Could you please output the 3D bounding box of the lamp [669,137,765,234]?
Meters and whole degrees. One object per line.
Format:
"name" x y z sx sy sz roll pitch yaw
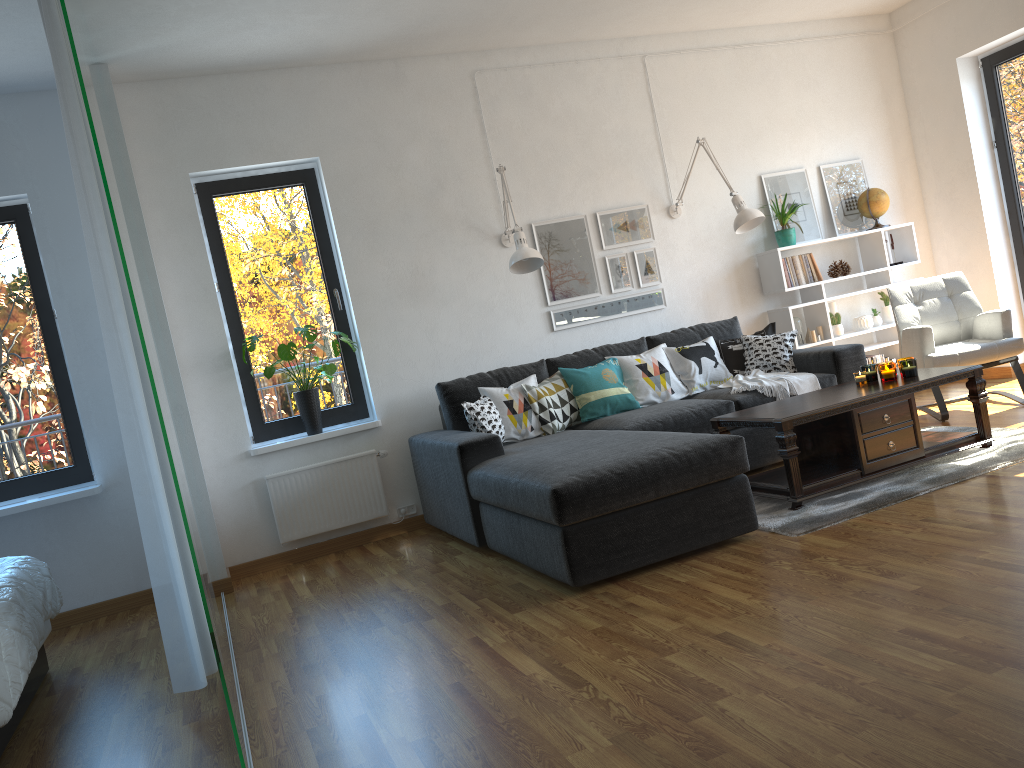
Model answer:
"lamp" 1.289 -1.260 5.688 0.200 0.670 0.698 -14 4 -29

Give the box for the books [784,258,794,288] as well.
"books" 1.858 -0.752 6.076 0.033 0.210 0.136 -13 3 -19

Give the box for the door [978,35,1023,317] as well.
"door" 3.682 -1.216 5.856 0.119 2.277 0.976 -13 4 -20

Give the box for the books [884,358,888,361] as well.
"books" 2.634 -0.099 6.326 0.014 0.180 0.148 -13 3 -20

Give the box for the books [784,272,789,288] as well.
"books" 1.816 -0.735 6.053 0.047 0.192 0.124 -13 3 -20

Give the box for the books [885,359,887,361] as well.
"books" 2.623 -0.090 6.319 0.014 0.170 0.156 -13 3 -20

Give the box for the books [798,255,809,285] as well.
"books" 1.969 -0.779 6.116 0.044 0.209 0.133 -13 3 -20

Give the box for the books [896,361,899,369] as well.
"books" 2.726 -0.096 6.339 0.016 0.133 0.133 -13 3 -20

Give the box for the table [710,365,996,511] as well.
"table" 1.636 0.236 4.270 1.178 0.409 0.570 -13 3 -20

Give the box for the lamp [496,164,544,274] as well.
"lamp" -0.026 -0.958 5.210 0.200 0.670 0.698 -13 3 -10

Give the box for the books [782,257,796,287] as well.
"books" 1.873 -0.758 6.080 0.035 0.209 0.129 -13 3 -20

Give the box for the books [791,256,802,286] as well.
"books" 1.919 -0.768 6.093 0.044 0.210 0.133 -13 3 -19

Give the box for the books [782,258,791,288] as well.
"books" 1.838 -0.749 6.067 0.043 0.205 0.129 -13 3 -20

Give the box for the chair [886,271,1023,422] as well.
"chair" 2.709 -0.253 5.450 0.545 0.833 0.684 -12 3 5

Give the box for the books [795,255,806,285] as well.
"books" 1.944 -0.773 6.108 0.048 0.209 0.135 -13 3 -19

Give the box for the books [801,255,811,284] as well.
"books" 1.990 -0.782 6.125 0.035 0.204 0.131 -13 3 -20

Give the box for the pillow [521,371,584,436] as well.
"pillow" 0.219 0.119 5.108 0.243 0.363 0.453 -10 4 37

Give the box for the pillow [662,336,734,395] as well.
"pillow" 1.159 -0.111 5.438 0.381 0.318 0.266 -13 3 -20

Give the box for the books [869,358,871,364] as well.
"books" 2.484 -0.078 6.268 0.006 0.209 0.170 -13 3 -20

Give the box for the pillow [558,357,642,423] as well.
"pillow" 0.517 0.025 5.208 0.414 0.340 0.273 -13 3 -20

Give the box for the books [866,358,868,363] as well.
"books" 2.463 -0.075 6.263 0.005 0.211 0.174 -13 3 -20

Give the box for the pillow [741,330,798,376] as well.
"pillow" 1.587 -0.172 5.427 0.358 0.313 0.169 -11 3 21

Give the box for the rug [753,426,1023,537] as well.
"rug" 1.763 0.419 4.298 1.811 0.034 1.052 -13 3 -20

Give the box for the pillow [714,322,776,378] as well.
"pillow" 1.471 -0.171 5.577 0.450 0.358 0.234 -12 3 6

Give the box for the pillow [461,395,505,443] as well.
"pillow" -0.142 0.218 4.804 0.160 0.320 0.333 -11 3 16

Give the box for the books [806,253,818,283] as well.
"books" 2.043 -0.797 6.145 0.061 0.211 0.128 -13 3 -19

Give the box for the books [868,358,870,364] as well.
"books" 2.479 -0.077 6.268 0.005 0.209 0.170 -13 3 -20

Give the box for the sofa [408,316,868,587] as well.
"sofa" 0.914 0.157 4.667 2.506 0.848 2.164 -13 3 -20

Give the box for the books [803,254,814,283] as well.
"books" 2.009 -0.789 6.133 0.044 0.208 0.133 -13 3 -19

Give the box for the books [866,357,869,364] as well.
"books" 2.471 -0.080 6.269 0.008 0.219 0.173 -13 3 -20

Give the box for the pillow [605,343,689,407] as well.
"pillow" 0.842 -0.034 5.329 0.436 0.369 0.285 -13 3 -20

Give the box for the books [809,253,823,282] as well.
"books" 2.074 -0.803 6.152 0.070 0.204 0.132 -13 3 -19

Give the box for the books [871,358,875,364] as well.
"books" 2.522 -0.083 6.253 0.006 0.204 0.124 -13 3 -20

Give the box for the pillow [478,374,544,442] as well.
"pillow" 0.023 0.148 4.961 0.359 0.344 0.173 -13 3 -20

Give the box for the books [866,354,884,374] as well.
"books" 2.556 -0.095 6.296 0.092 0.217 0.191 -13 3 -20

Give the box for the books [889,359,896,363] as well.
"books" 2.701 -0.100 6.335 0.031 0.157 0.123 -13 3 -20

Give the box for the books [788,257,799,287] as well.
"books" 1.894 -0.761 6.088 0.044 0.209 0.136 -13 3 -19

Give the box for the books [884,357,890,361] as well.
"books" 2.662 -0.103 6.325 0.012 0.180 0.102 -13 3 -20

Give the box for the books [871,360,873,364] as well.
"books" 2.510 -0.072 6.263 0.005 0.191 0.152 -13 3 -20
